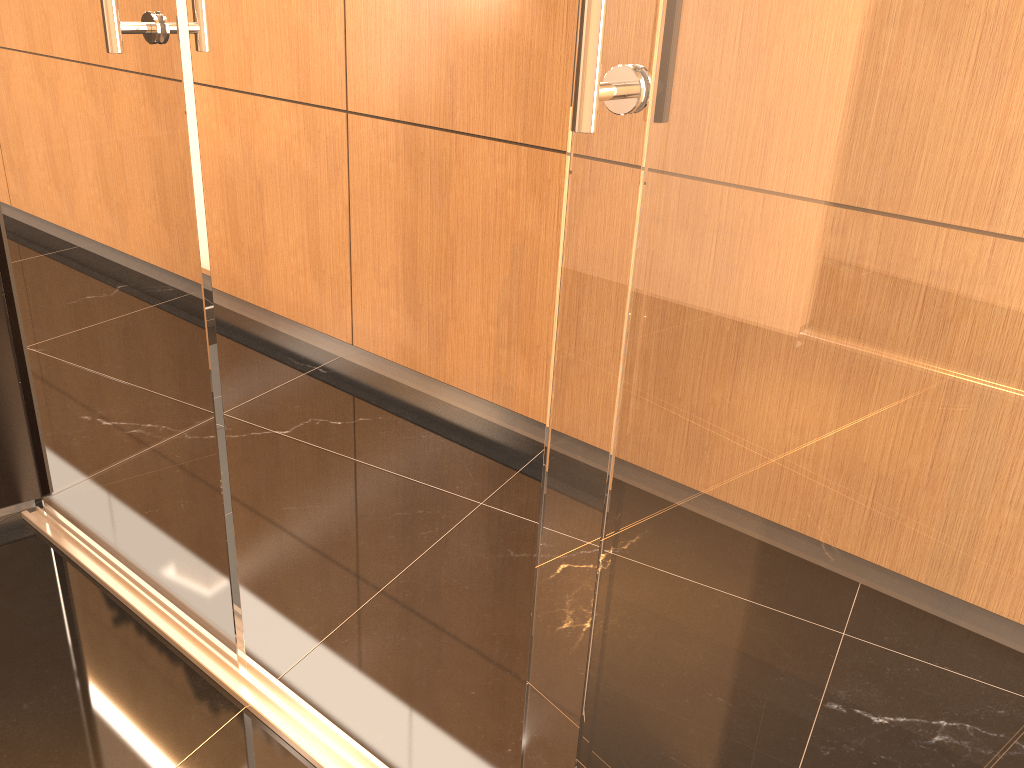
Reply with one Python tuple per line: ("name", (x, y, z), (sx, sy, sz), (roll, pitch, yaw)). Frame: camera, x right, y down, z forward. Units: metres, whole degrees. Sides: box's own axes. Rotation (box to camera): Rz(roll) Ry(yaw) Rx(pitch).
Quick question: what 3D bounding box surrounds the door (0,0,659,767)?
("door", (-0.170, -0.793, 1.003), (2.473, 3.285, 0.098), (21, 30, 35))
